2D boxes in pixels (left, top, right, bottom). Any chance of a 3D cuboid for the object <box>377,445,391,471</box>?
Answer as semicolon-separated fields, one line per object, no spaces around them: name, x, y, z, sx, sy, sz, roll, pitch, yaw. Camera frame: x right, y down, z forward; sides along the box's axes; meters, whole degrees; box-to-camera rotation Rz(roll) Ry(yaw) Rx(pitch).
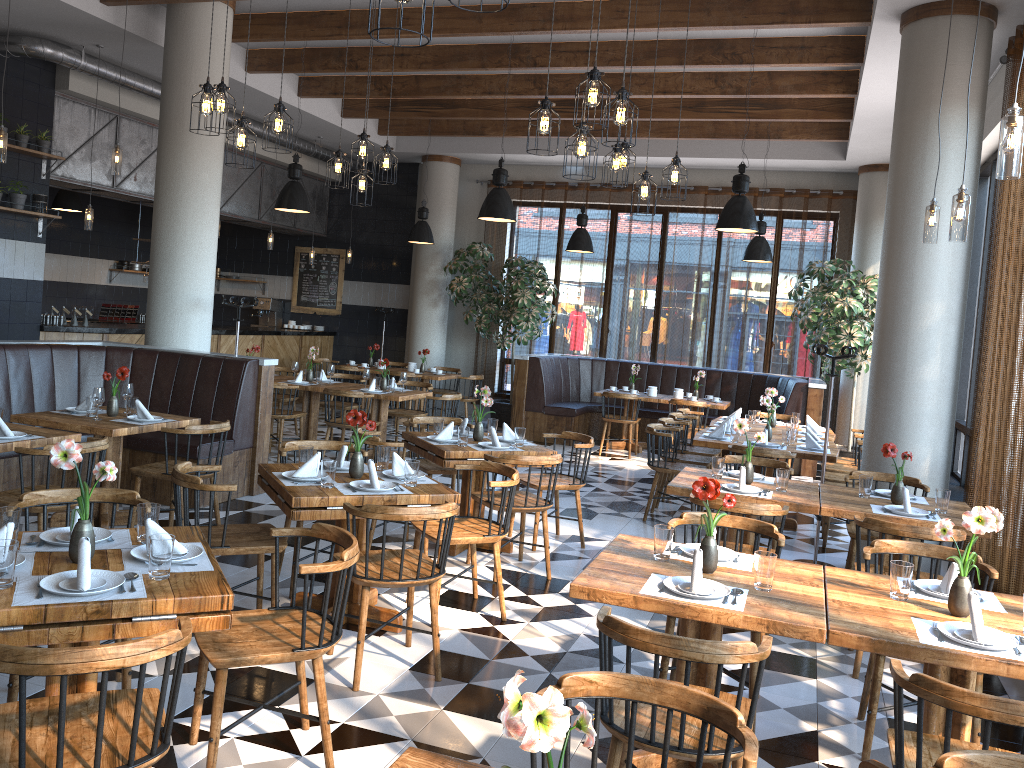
object;-0.720;0.414;4.956;0.080;0.132;0.080;6;3;33

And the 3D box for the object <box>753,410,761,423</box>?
object;2.569;0.345;9.308;0.080;0.132;0.080;5;3;3

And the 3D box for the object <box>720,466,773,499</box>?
object;1.352;0.560;5.204;0.352;0.137;0.272;6;4;19

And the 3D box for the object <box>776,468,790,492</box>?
object;1.615;0.577;5.292;0.080;0.132;0.080;5;3;3

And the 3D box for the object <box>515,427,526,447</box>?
object;0.054;0.376;6.261;0.080;0.132;0.080;4;3;-7

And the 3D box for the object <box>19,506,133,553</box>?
object;-1.533;0.486;3.135;0.352;0.137;0.273;3;4;-26

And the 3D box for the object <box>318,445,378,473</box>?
object;-0.941;0.398;4.902;0.352;0.137;0.273;3;4;-26

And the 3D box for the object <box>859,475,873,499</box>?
object;2.118;0.616;5.312;0.080;0.132;0.080;7;4;43

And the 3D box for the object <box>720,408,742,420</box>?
object;2.369;0.316;9.445;0.272;0.137;0.352;6;4;18

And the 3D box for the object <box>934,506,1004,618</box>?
object;1.565;0.609;3.061;0.207;0.399;0.146;6;2;22

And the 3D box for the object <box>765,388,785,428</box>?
object;2.671;0.240;9.036;0.207;0.399;0.146;5;2;17

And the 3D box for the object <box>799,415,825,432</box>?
object;3.128;0.396;9.200;0.272;0.137;0.352;6;4;18

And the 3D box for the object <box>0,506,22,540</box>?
object;-1.701;0.486;2.987;0.080;0.132;0.080;6;3;33

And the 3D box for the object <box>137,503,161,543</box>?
object;-1.313;0.502;3.194;0.080;0.132;0.080;6;3;33

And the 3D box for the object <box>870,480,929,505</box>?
object;2.356;0.623;5.428;0.352;0.137;0.272;6;4;19

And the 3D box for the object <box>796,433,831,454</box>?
object;2.538;0.483;7.448;0.272;0.137;0.352;6;4;18

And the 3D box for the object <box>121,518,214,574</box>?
object;-1.174;0.524;3.018;0.271;0.137;0.353;3;4;-26

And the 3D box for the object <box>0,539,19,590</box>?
object;-1.499;0.532;2.606;0.080;0.132;0.080;6;3;33

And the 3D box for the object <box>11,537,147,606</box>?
object;-1.289;0.542;2.658;0.352;0.137;0.273;3;4;-26

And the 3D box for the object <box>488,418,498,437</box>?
object;-0.148;0.330;6.653;0.080;0.132;0.080;4;3;-7

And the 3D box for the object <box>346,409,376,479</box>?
object;-0.811;0.315;4.697;0.156;0.354;0.171;4;3;-16

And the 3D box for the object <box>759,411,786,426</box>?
object;2.781;0.351;9.419;0.352;0.137;0.272;6;4;19

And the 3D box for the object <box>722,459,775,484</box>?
object;1.516;0.534;5.711;0.352;0.137;0.272;6;4;19

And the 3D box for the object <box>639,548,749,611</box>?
object;0.650;0.663;3.121;0.352;0.137;0.272;6;4;19

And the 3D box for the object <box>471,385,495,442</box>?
object;-0.214;0.211;6.382;0.207;0.399;0.146;7;3;38

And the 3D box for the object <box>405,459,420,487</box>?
object;-0.518;0.461;4.563;0.080;0.132;0.080;6;3;23

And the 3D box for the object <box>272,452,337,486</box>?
object;-1.056;0.416;4.542;0.271;0.137;0.353;3;4;-26

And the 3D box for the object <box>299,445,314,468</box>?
object;-1.108;0.399;4.748;0.080;0.132;0.080;6;3;23

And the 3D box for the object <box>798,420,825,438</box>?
object;2.933;0.425;8.621;0.272;0.137;0.352;6;4;18

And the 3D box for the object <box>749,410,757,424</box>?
object;2.500;0.346;9.222;0.080;0.132;0.080;5;3;3

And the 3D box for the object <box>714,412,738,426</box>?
object;2.185;0.343;8.898;0.272;0.137;0.352;6;4;18

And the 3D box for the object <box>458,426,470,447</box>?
object;-0.334;0.360;6.066;0.080;0.132;0.080;4;3;-17

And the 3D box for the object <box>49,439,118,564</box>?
object;-1.416;0.381;2.909;0.146;0.399;0.206;6;3;30

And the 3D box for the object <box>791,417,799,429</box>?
object;2.813;0.402;8.824;0.080;0.132;0.080;5;3;3

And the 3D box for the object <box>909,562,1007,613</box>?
object;1.654;0.727;3.346;0.352;0.137;0.272;6;4;19

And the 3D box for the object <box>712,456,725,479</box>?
object;1.298;0.528;5.588;0.080;0.132;0.080;5;3;3

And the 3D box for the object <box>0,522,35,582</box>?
object;-1.648;0.504;2.775;0.271;0.137;0.353;3;4;-26

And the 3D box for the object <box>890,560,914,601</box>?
object;1.417;0.719;3.232;0.080;0.132;0.080;3;3;-37

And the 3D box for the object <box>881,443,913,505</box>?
object;2.242;0.522;5.203;0.171;0.354;0.156;7;3;41

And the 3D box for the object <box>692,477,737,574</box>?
object;0.764;0.540;3.419;0.156;0.354;0.171;5;2;-3

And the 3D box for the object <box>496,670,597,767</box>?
object;0.041;0.621;1.316;0.146;0.399;0.207;5;3;11

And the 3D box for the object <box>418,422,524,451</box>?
object;-0.291;0.350;6.210;0.581;0.137;0.579;2;5;-27

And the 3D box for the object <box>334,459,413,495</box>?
object;-0.697;0.454;4.425;0.352;0.137;0.273;3;4;-26

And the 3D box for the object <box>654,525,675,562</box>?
object;0.598;0.632;3.508;0.080;0.132;0.080;5;3;3

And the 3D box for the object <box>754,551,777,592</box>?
object;0.915;0.680;3.212;0.080;0.132;0.080;5;3;3

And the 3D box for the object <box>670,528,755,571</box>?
object;0.815;0.637;3.628;0.352;0.137;0.272;6;4;19

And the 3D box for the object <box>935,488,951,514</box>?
object;2.435;0.664;5.016;0.080;0.132;0.080;7;4;43

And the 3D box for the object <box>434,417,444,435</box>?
object;-0.536;0.315;6.446;0.080;0.132;0.080;4;3;-17

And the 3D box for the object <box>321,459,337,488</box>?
object;-0.906;0.444;4.368;0.080;0.132;0.080;6;3;23

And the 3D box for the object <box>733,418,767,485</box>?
object;1.456;0.415;5.479;0.206;0.399;0.146;4;2;-18

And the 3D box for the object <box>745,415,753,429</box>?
object;2.321;0.373;8.692;0.080;0.132;0.080;5;3;3

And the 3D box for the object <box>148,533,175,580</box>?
object;-1.112;0.548;2.802;0.080;0.132;0.080;6;3;33

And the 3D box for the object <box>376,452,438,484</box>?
object;-0.582;0.436;4.785;0.271;0.137;0.353;3;4;-26

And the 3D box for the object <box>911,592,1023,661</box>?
object;1.489;0.752;2.839;0.352;0.137;0.272;6;4;19

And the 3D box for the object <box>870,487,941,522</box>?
object;2.191;0.649;4.921;0.352;0.137;0.272;6;4;19

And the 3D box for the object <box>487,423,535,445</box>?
object;-0.006;0.352;6.484;0.271;0.137;0.353;3;4;-26
